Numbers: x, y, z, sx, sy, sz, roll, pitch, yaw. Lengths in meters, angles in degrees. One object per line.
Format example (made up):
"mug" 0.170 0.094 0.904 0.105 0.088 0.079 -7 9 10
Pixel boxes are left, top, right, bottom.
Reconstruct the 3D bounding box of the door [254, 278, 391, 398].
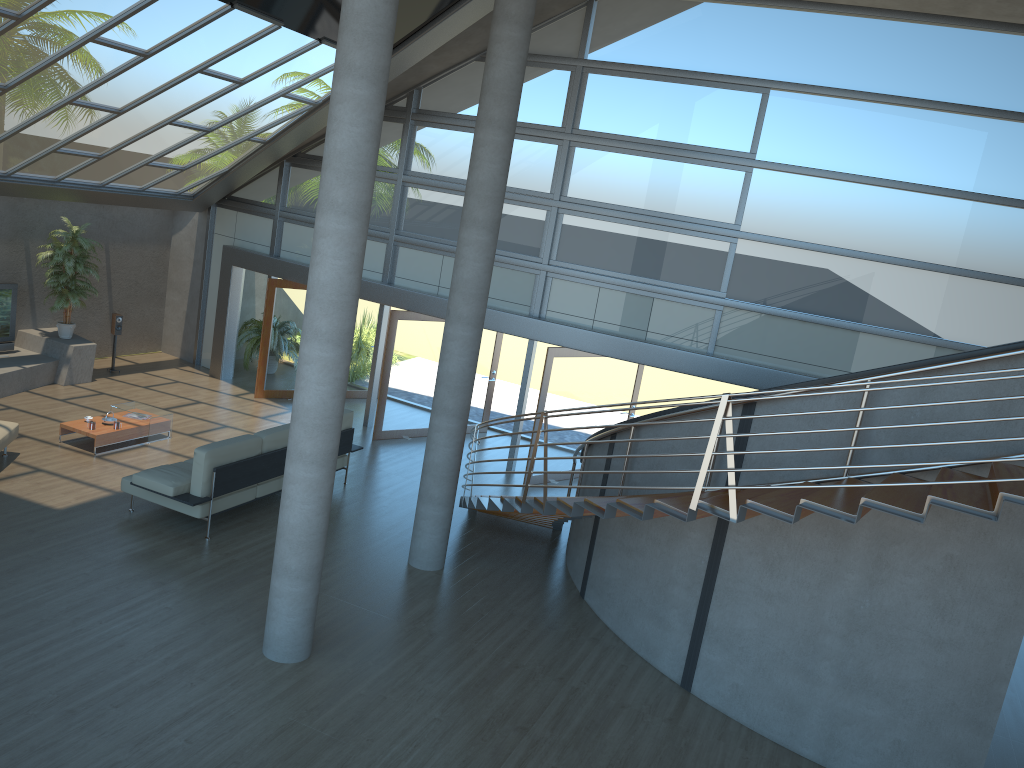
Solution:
"door" -3.135 -0.715 14.967 2.298 1.977 0.200 1 14 -39

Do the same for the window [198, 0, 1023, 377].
"window" 2.266 -1.632 12.207 16.616 6.630 1.098 14 12 19

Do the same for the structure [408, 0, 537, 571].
"structure" -0.296 -1.589 8.502 0.381 7.125 0.382 5 12 -24

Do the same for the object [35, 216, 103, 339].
"object" -6.756 -1.612 13.524 0.932 1.857 0.895 6 12 -20

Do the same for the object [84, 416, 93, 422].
"object" -5.269 0.428 11.035 0.102 0.086 0.100 15 12 25

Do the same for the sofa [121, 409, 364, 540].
"sofa" -2.993 0.834 10.138 1.166 0.947 3.079 14 12 21

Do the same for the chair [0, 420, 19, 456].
"chair" -6.135 0.340 9.649 1.244 1.023 1.217 7 11 -13

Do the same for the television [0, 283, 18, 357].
"television" -7.703 -0.882 12.457 0.396 1.063 1.568 14 12 21

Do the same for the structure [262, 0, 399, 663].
"structure" -1.200 -1.318 6.376 0.381 7.125 0.382 14 12 21

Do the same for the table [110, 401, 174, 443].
"table" -4.861 0.496 11.630 0.680 0.342 0.400 14 12 21

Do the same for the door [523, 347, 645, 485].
"door" 1.111 0.429 12.916 0.200 1.977 2.298 20 15 41

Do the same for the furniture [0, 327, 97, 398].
"furniture" -7.246 -0.281 12.843 1.577 0.610 2.936 14 12 21

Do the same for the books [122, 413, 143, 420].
"books" -4.912 0.425 11.561 0.275 0.005 0.189 10 11 2

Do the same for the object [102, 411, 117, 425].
"object" -5.029 0.421 11.081 0.178 0.161 0.178 4 13 -27

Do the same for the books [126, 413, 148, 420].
"books" -4.876 0.419 11.600 0.275 0.005 0.189 11 11 4

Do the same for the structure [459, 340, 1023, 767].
"structure" 1.261 0.639 7.725 2.349 3.653 6.809 3 13 -30

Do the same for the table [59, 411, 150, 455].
"table" -5.026 0.595 11.275 0.600 0.250 1.200 14 12 21

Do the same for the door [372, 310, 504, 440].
"door" -1.091 -0.136 13.842 2.298 1.977 0.200 -1 16 -44

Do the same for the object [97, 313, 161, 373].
"object" -8.931 -0.753 12.877 7.863 0.982 21.345 15 12 24

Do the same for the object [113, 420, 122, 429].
"object" -4.875 0.504 10.956 0.085 0.101 0.070 0 15 -40

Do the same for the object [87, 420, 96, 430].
"object" -5.108 0.499 10.782 0.085 0.101 0.070 14 12 19
